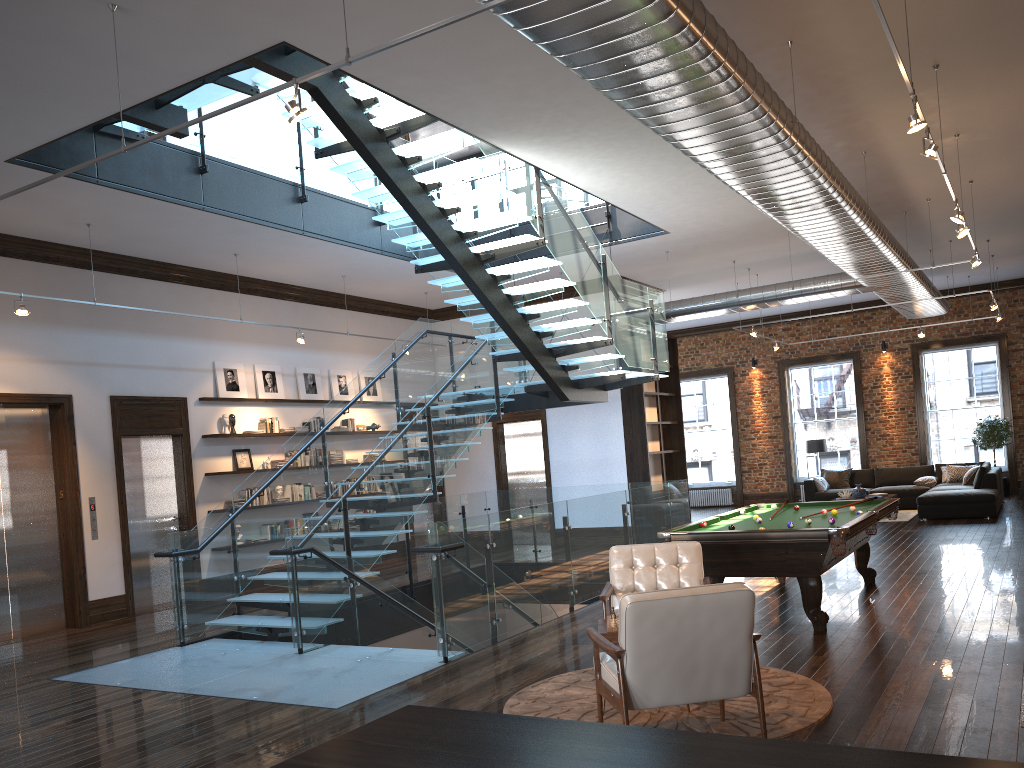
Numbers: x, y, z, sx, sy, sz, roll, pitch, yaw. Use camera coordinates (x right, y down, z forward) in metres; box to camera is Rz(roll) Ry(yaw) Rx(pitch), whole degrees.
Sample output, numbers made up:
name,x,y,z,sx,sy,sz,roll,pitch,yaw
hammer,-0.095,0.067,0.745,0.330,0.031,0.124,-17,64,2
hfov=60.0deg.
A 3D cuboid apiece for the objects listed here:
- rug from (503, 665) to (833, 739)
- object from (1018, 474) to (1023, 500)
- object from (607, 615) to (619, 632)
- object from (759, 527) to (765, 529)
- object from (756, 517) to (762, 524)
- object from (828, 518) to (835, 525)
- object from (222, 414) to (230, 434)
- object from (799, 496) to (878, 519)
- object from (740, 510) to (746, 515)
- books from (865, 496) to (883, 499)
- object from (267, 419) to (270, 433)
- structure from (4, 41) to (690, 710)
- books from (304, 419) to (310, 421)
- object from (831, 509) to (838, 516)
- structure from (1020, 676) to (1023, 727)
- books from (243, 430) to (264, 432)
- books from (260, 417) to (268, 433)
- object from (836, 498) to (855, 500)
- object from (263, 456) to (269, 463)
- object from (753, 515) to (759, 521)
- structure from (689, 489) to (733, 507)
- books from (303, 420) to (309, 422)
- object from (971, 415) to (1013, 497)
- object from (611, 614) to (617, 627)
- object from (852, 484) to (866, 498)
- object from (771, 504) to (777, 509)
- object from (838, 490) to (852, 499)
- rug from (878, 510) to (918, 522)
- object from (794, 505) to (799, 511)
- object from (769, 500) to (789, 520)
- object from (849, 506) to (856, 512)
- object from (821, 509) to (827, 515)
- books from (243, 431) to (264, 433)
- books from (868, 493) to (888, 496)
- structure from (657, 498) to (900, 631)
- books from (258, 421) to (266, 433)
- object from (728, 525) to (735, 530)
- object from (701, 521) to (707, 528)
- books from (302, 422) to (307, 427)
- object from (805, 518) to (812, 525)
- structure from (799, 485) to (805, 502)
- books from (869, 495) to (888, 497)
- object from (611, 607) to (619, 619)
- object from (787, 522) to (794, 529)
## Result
name,x,y,z,sx,sy,sz,roll,pitch,yaw
rug,0.926,1.934,5.445,1.977,0.015,1.968,-8,-6,32
object,10.139,0.677,17.076,0.899,3.073,0.494,-5,0,31
object,0.771,1.446,5.385,0.388,0.028,0.389,-5,-5,6
object,2.004,1.177,7.109,0.057,0.057,0.057,-2,-3,-41
object,2.238,1.238,8.037,0.057,0.057,0.057,-5,-2,1
object,2.685,1.152,7.445,0.057,0.057,0.057,-3,-3,-37
object,-3.908,0.551,12.108,0.098,0.288,0.098,-4,-1,-17
object,3.227,1.208,8.705,1.602,0.072,0.028,0,-4,-43
object,2.376,1.319,9.119,0.057,0.057,0.057,-6,-3,29
books,6.485,2.034,15.890,0.262,0.024,0.206,-5,-5,8
object,-3.535,0.606,12.691,0.155,0.206,0.010,-6,-1,31
structure,-0.880,0.678,9.673,3.587,14.479,7.031,-5,-1,31
books,-3.074,0.634,13.447,0.157,0.208,0.022,-6,-1,31
object,2.998,1.196,8.249,0.057,0.057,0.057,-6,-3,31
structure,3.317,0.766,5.004,0.890,1.904,1.997,-5,-2,31
books,-3.648,0.666,12.509,0.142,0.011,0.255,-7,-6,29
books,-3.545,0.596,12.682,0.143,0.228,0.014,-5,0,31
object,6.098,2.093,16.201,0.201,0.018,0.268,-1,-6,-35
object,-3.509,1.125,12.715,0.121,0.187,0.059,-4,-1,-24
object,2.297,1.259,8.347,0.057,0.057,0.057,-4,-3,-22
structure,4.792,2.788,21.725,1.306,0.395,0.215,-7,-2,31
books,-3.102,0.646,13.427,0.127,0.184,0.042,-5,-1,31
object,9.868,1.564,18.203,0.815,1.862,0.798,-5,-1,39
object,0.753,1.374,5.257,0.334,0.101,0.076,-5,-2,6
object,6.355,1.960,16.246,0.214,0.251,0.216,-4,-2,-26
object,2.814,1.318,9.519,0.058,0.057,0.057,-6,-3,32
object,6.106,2.022,16.206,0.217,0.159,0.220,-4,-3,-17
rug,6.293,2.437,16.240,2.029,0.003,2.112,-7,-6,31
object,2.931,1.276,9.132,0.057,0.057,0.057,-4,-2,-11
object,2.718,1.274,9.012,0.028,0.072,1.606,-5,-5,23
object,3.253,1.194,8.472,0.057,0.057,0.057,-4,-3,-14
object,2.940,1.209,8.351,0.057,0.057,0.057,-4,-2,-4
books,-3.647,0.677,12.509,0.142,0.011,0.255,-8,-6,32
books,6.674,2.016,16.172,0.261,0.028,0.206,-2,-5,-27
structure,2.638,1.627,8.297,1.558,0.850,2.954,-7,-5,31
books,-3.567,0.622,12.659,0.129,0.175,0.050,-6,-1,31
object,1.868,1.225,7.542,0.057,0.057,0.057,-6,-3,35
object,1.746,1.280,8.078,0.057,0.057,0.057,-4,-2,-12
books,-3.099,0.655,13.398,0.167,0.161,0.037,-6,-1,31
object,2.526,1.174,7.560,0.057,0.057,0.057,-4,-3,-20
structure,7.234,2.469,20.255,1.306,0.395,0.215,-7,-2,31
books,6.678,2.043,16.179,0.261,0.024,0.206,-2,-5,-25
object,0.780,1.394,5.514,0.334,0.101,0.076,-5,-2,6
object,2.319,1.175,7.380,0.057,0.057,0.057,-6,-3,36
